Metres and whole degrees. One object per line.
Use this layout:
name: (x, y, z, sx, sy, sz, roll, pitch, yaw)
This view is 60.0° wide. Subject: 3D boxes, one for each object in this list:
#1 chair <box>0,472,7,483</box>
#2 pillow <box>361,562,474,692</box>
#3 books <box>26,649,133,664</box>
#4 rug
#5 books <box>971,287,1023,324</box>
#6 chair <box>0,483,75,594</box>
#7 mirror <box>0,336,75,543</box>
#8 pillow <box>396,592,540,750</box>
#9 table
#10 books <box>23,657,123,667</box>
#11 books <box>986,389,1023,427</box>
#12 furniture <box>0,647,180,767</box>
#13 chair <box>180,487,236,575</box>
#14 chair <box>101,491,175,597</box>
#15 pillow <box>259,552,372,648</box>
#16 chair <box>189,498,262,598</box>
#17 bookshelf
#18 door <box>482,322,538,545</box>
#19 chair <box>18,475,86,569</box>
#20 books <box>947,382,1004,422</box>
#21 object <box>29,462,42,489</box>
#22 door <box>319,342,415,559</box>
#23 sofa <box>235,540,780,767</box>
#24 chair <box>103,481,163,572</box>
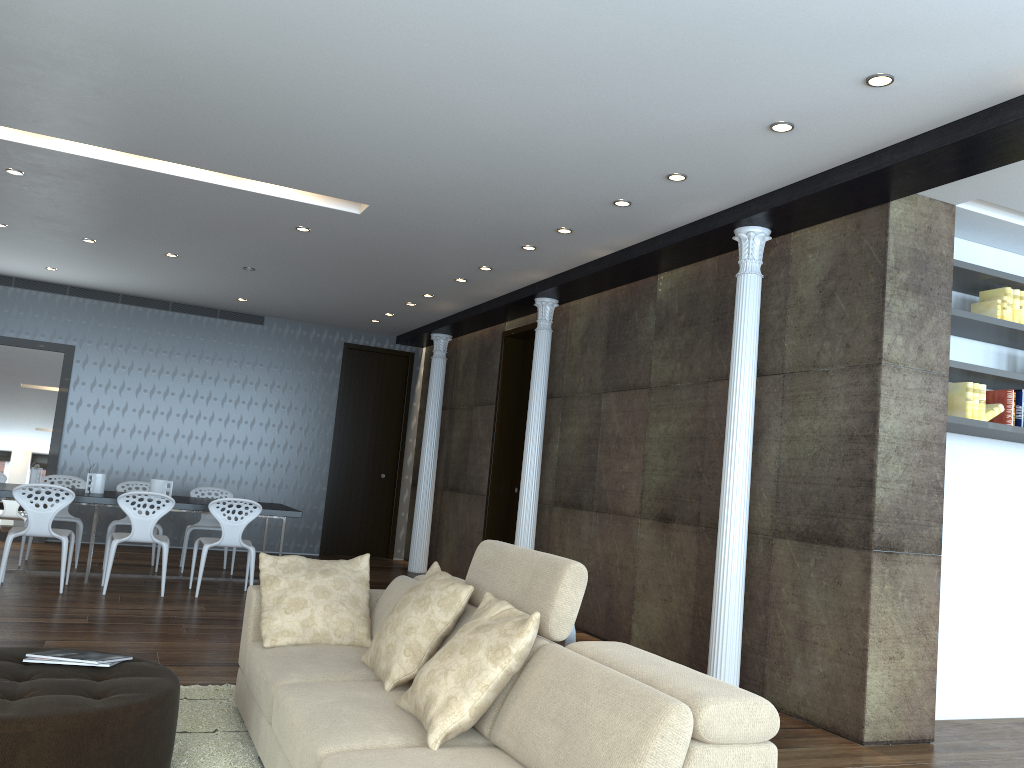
chair: (-4.995, 1.207, 8.204, 0.495, 0.835, 0.581, 8, -7, -23)
pillow: (-0.374, 0.937, 3.471, 0.301, 0.439, 0.534, 8, -7, -20)
books: (-1.632, 1.031, 3.355, 0.301, 0.040, 0.220, 4, -6, 11)
rug: (-1.359, 1.312, 2.256, 2.972, 0.020, 4.231, 8, -7, -23)
books: (2.965, -0.456, 5.386, 0.278, 0.220, 0.209, 8, -7, -25)
chair: (-3.729, 1.194, 7.003, 0.495, 0.835, 0.581, 8, -7, -23)
mirror: (-5.776, 0.599, 10.035, 1.200, 2.294, 0.240, 8, -7, -23)
pillow: (-0.133, 0.907, 2.895, 0.368, 0.416, 0.519, 8, -7, -19)
table: (-3.746, 1.352, 7.978, 3.400, 0.733, 1.200, 8, -7, -23)
books: (-1.637, 1.035, 3.329, 0.300, 0.031, 0.219, 6, -6, -8)
books: (4.263, 0.330, 5.937, 2.981, 0.237, 0.242, 8, -7, -23)
furniture: (-1.721, 1.179, 3.071, 1.057, 0.355, 1.057, 8, -7, -21)
chair: (-3.079, 1.479, 9.038, 0.495, 0.835, 0.581, 8, -7, -23)
chair: (-3.056, 1.289, 7.287, 0.495, 0.835, 0.581, 8, -7, -23)
pillow: (-0.901, 0.975, 4.067, 0.518, 0.393, 0.395, 8, -7, -20)
chair: (-2.431, 1.380, 7.580, 0.495, 0.835, 0.581, 8, -7, -23)
bookshelf: (4.583, 0.069, 6.159, 4.804, 0.942, 0.400, 8, -7, -23)
door: (0.194, 0.817, 9.284, 0.510, 2.814, 1.000, 8, -7, -23)
chair: (-4.357, 1.298, 8.482, 0.495, 0.835, 0.581, 8, -7, -23)
books: (2.754, 0.126, 5.275, 0.345, 0.224, 0.189, 8, -7, -23)
object: (-4.177, 0.799, 7.752, 0.076, 0.233, 0.161, 11, -8, -42)
door: (-1.965, 0.907, 11.960, 1.000, 2.814, 0.246, 8, -7, -23)
sofa: (-0.296, 1.048, 3.219, 1.021, 0.950, 2.581, 8, -7, -23)
chair: (-3.718, 1.388, 8.760, 0.495, 0.835, 0.581, 8, -7, -23)
